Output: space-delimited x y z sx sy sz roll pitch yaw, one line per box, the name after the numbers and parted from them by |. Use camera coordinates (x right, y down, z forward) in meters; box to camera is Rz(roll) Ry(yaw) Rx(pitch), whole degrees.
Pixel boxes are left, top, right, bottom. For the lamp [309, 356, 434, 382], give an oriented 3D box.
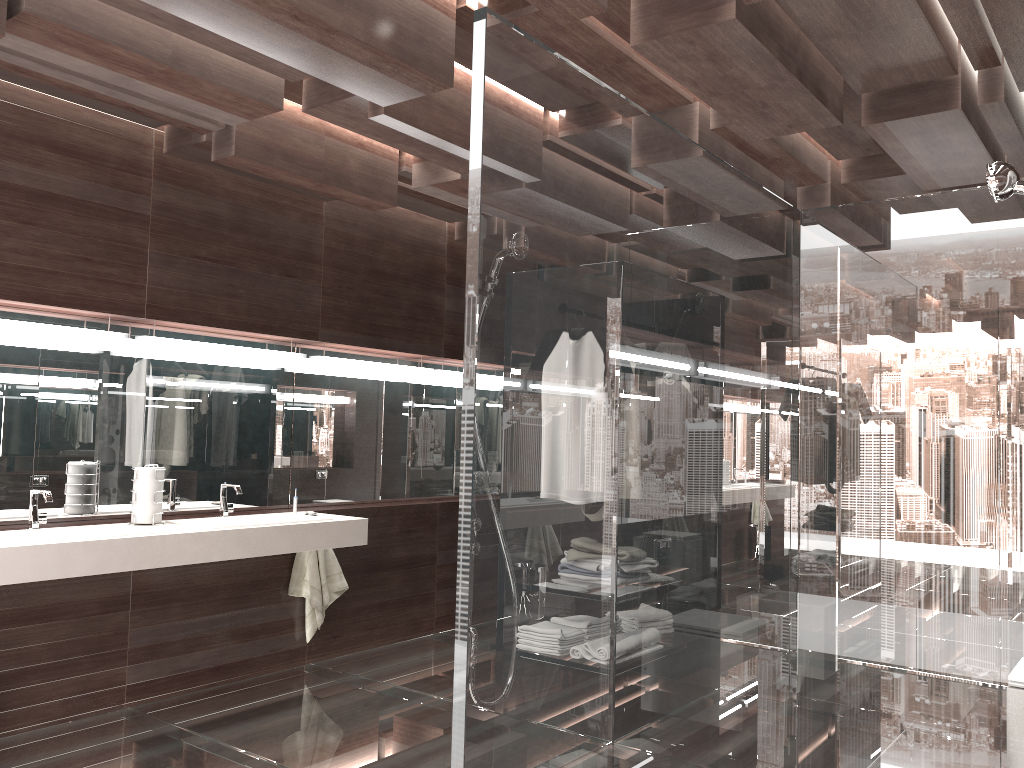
-0.816 -0.086 5.302 0.082 0.082 0.950 -1 -4 37 | lamp

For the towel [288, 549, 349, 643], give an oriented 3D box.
-1.011 1.037 4.733 0.156 0.678 0.368 -1 -4 37 | towel

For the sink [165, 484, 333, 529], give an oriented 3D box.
-1.247 0.579 4.197 0.427 0.193 0.681 -1 -4 37 | sink

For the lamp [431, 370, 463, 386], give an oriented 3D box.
-0.213 -0.022 6.109 0.082 0.082 0.950 -1 -4 37 | lamp

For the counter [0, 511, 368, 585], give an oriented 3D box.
-1.503 0.682 3.818 0.488 0.131 1.954 -1 -4 37 | counter

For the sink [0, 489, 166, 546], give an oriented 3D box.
-1.784 0.522 3.479 0.427 0.193 0.681 -1 -4 37 | sink

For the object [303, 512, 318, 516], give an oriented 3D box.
-1.030 0.666 4.532 0.065 0.011 0.108 4 -4 -32 | object

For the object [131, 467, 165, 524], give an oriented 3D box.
-1.609 0.490 3.919 0.124 0.246 0.128 0 -4 18 | object

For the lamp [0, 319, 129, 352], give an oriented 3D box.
-2.050 -0.217 3.651 0.082 0.082 0.950 -1 -4 37 | lamp

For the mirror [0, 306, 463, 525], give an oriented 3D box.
0.118 0.168 3.290 4.126 0.916 5.081 -1 -4 37 | mirror

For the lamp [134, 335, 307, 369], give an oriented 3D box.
-1.436 -0.152 4.473 0.082 0.082 0.950 -1 -4 37 | lamp

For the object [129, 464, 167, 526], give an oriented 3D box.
-1.610 0.489 3.927 0.145 0.261 0.136 2 -3 -10 | object

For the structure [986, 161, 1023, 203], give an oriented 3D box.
1.220 0.220 1.834 0.323 1.560 0.354 4 -4 -33 | structure

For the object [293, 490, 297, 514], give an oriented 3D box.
-1.115 0.605 4.563 0.022 0.132 0.022 3 -4 -16 | object

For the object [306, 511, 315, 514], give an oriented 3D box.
-1.030 0.659 4.532 0.035 0.016 0.066 4 -4 -33 | object
